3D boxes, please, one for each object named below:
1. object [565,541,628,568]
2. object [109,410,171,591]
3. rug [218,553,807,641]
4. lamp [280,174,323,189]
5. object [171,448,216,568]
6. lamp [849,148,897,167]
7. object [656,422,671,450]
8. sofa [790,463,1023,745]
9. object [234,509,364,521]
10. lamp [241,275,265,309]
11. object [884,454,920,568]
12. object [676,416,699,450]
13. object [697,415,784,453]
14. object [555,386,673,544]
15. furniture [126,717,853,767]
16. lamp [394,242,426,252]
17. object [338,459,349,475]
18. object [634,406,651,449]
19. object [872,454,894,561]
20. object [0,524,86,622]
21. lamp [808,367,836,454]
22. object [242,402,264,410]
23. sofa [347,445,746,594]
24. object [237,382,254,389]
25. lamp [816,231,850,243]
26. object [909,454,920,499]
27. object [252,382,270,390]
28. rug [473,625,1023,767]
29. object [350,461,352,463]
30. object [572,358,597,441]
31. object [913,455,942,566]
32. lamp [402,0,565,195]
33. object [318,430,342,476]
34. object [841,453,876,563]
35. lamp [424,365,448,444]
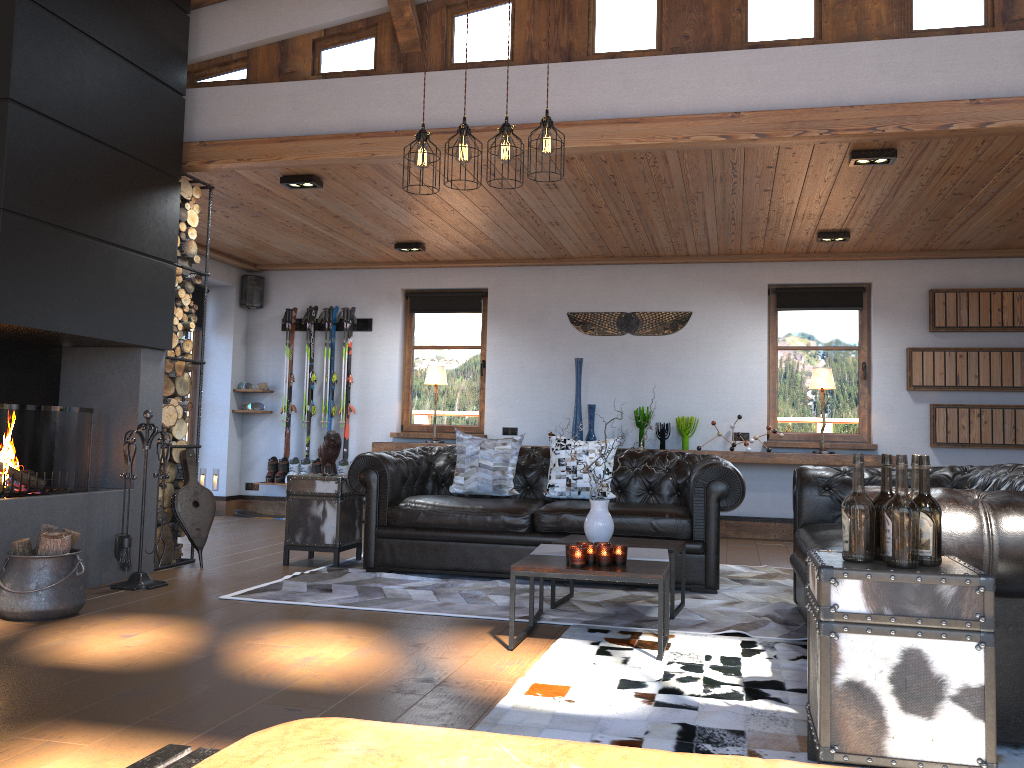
[{"bbox_3d":[0.341,0.754,3.929,0.305,0.081,0.243,4,-4,-38],"label":"object"},{"bbox_3d":[-2.132,0.657,5.132,0.311,1.018,0.304,4,-5,-31],"label":"object"},{"bbox_3d":[0.668,1.224,5.469,4.022,0.053,2.443,1,-3,14],"label":"rug"},{"bbox_3d":[-1.482,-1.430,6.249,0.260,0.068,0.156,1,-4,13],"label":"lamp"},{"bbox_3d":[-2.135,0.820,5.928,0.264,0.796,0.267,2,-4,-3],"label":"object"},{"bbox_3d":[2.201,-1.389,5.413,0.260,0.068,0.156,1,-4,13],"label":"lamp"},{"bbox_3d":[1.451,0.502,8.542,0.130,0.261,0.122,3,-4,-17],"label":"object"},{"bbox_3d":[1.879,0.759,3.724,1.233,0.839,2.577,1,-3,13],"label":"sofa"},{"bbox_3d":[-2.131,1.366,9.185,1.615,0.065,0.309,1,-3,13],"label":"object"},{"bbox_3d":[-2.823,-0.999,9.642,0.212,0.350,0.214,1,-4,13],"label":"lamp"},{"bbox_3d":[1.005,0.325,2.286,0.086,0.286,0.088,0,-5,26],"label":"object"},{"bbox_3d":[1.671,0.470,8.509,0.184,0.332,0.197,3,-4,-27],"label":"object"},{"bbox_3d":[2.143,0.461,8.322,0.638,0.350,0.527,-2,-5,40],"label":"object"},{"bbox_3d":[0.465,0.416,4.337,0.614,0.809,0.409,0,-4,24],"label":"object"},{"bbox_3d":[0.478,0.767,0.981,2.745,0.437,1.180,1,-3,13],"label":"furniture"},{"bbox_3d":[-0.962,-1.295,8.361,0.260,0.068,0.156,1,-4,13],"label":"lamp"},{"bbox_3d":[-1.742,0.902,9.100,0.116,0.271,0.252,1,-4,9],"label":"object"},{"bbox_3d":[1.254,0.423,8.542,0.160,0.411,0.145,3,-4,-18],"label":"object"},{"bbox_3d":[1.019,0.333,2.405,0.088,0.286,0.087,2,-4,-9],"label":"object"},{"bbox_3d":[-2.256,0.903,4.268,0.379,0.431,0.388,-2,-5,40],"label":"object"},{"bbox_3d":[2.875,0.605,8.356,0.245,1.483,0.633,1,-4,5],"label":"lamp"},{"bbox_3d":[-2.798,0.242,9.541,0.190,0.084,0.347,4,-4,-41],"label":"object"},{"bbox_3d":[0.273,0.855,6.069,2.553,0.839,1.244,1,-4,12],"label":"sofa"},{"bbox_3d":[-2.871,0.023,9.576,0.188,0.084,0.160,1,-4,12],"label":"object"},{"bbox_3d":[2.727,-1.254,7.525,0.260,0.068,0.156,1,-4,13],"label":"lamp"},{"bbox_3d":[1.114,0.337,2.434,0.088,0.286,0.087,2,-4,-10],"label":"object"},{"bbox_3d":[-2.697,0.025,9.537,0.159,0.084,0.190,1,-4,12],"label":"object"},{"bbox_3d":[0.980,1.041,2.183,2.418,0.053,3.826,1,-3,14],"label":"rug"},{"bbox_3d":[-1.619,0.904,9.072,0.116,0.271,0.252,1,-4,9],"label":"object"},{"bbox_3d":[0.709,0.185,8.617,0.277,0.863,0.110,4,-5,-31],"label":"object"},{"bbox_3d":[1.085,0.330,2.335,0.088,0.286,0.086,5,-5,-37],"label":"object"},{"bbox_3d":[-0.119,-2.060,4.442,0.801,2.204,0.262,1,-4,4],"label":"lamp"},{"bbox_3d":[-1.271,0.483,6.193,0.151,0.319,0.245,4,-5,-35],"label":"object"},{"bbox_3d":[0.926,0.328,2.370,0.086,0.286,0.088,0,-4,23],"label":"object"},{"bbox_3d":[-0.734,0.565,9.197,0.244,1.483,0.636,0,-4,17],"label":"lamp"}]
